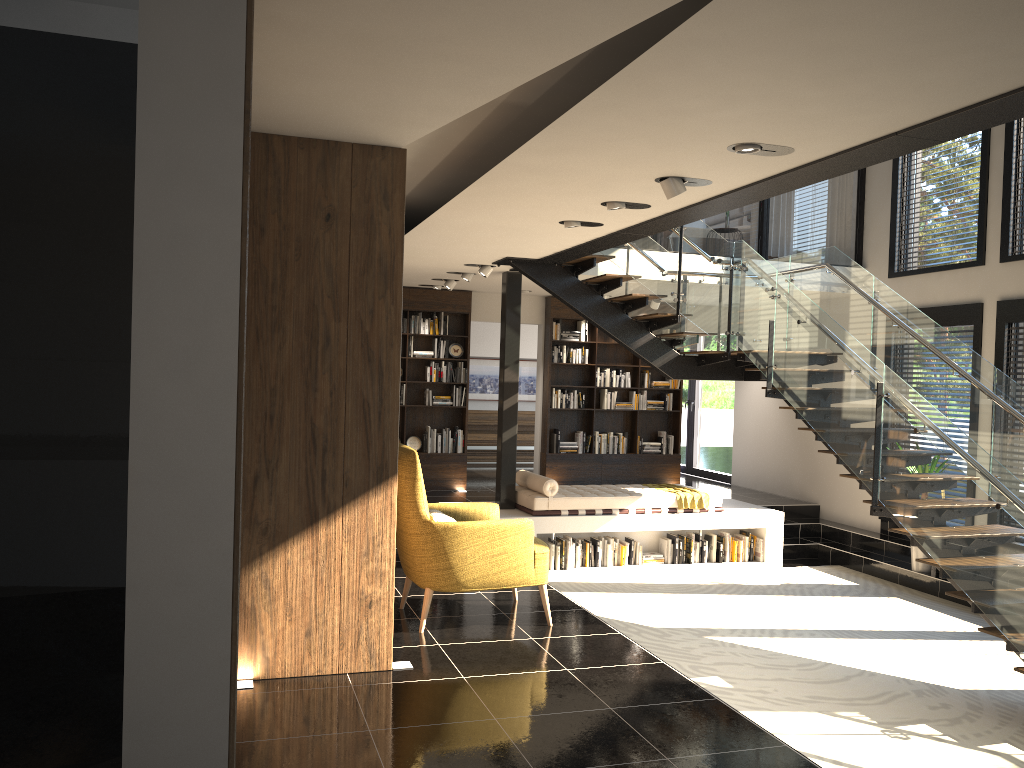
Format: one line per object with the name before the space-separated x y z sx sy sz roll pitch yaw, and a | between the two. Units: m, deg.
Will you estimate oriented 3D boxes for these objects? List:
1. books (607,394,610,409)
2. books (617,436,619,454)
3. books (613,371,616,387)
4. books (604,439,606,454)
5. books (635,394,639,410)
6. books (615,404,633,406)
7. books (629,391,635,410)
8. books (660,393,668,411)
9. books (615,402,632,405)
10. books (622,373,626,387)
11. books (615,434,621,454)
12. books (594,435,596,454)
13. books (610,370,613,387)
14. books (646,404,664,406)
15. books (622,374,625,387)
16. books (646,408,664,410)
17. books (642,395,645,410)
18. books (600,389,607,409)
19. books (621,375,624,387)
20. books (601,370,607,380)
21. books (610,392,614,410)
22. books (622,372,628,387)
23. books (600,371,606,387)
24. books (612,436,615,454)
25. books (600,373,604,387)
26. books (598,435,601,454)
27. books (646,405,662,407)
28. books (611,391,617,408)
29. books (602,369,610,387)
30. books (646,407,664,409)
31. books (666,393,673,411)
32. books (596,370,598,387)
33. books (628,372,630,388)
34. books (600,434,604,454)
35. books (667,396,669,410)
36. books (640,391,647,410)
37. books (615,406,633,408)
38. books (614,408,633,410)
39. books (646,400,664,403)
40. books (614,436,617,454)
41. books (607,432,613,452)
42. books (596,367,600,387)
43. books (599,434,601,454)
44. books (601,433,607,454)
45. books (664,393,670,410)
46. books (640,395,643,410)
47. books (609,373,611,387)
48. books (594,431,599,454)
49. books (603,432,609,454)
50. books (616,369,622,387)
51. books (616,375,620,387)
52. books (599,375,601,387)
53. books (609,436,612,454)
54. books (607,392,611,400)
books | 1.341 0.249 12.603 0.023 0.218 0.195 1 1 -18
books | 1.479 0.870 12.694 0.029 0.250 0.142 1 1 -18
books | 1.434 -0.072 12.651 0.028 0.231 0.167 1 1 -18
books | 1.285 0.882 12.632 0.025 0.214 0.170 1 1 -18
books | 1.755 0.254 12.788 0.037 0.232 0.231 1 1 -18
books | 1.574 0.302 12.714 0.261 0.024 0.167 2 0 -21
books | 1.729 0.238 12.769 0.026 0.263 0.156 1 1 -18
books | 2.208 0.260 12.902 0.030 0.244 0.176 1 1 -18
books | 1.573 0.277 12.718 0.274 0.025 0.156 2 0 -14
books | 1.591 -0.056 12.749 0.030 0.208 0.119 1 1 -18
books | 1.508 0.856 12.696 0.028 0.280 0.154 1 1 -18
books | 1.142 0.853 12.606 0.026 0.263 0.156 1 1 -18
books | 1.403 -0.079 12.653 0.030 0.244 0.142 1 1 -18
books | 2.045 0.296 12.868 0.268 0.022 0.156 2 0 -22
books | 1.574 -0.046 12.716 0.024 0.187 0.148 1 1 -18
books | 2.046 0.364 12.859 0.288 0.026 0.175 2 0 -14
books | 1.867 0.268 12.787 0.026 0.210 0.184 1 1 -18
books | 1.305 0.215 12.628 0.030 0.284 0.176 1 1 -18
books | 1.553 -0.042 12.699 0.027 0.179 0.164 1 1 -18
books | 1.305 -0.080 12.623 0.027 0.239 0.153 1 1 -18
books | 1.396 0.238 12.628 0.036 0.244 0.194 1 1 -18
books | 1.623 -0.061 12.739 0.024 0.220 0.148 1 1 -18
books | 1.282 -0.075 12.607 0.027 0.228 0.208 1 1 -18
books | 1.425 0.870 12.667 0.023 0.246 0.149 1 1 -18
books | 1.255 -0.060 12.607 0.024 0.198 0.174 1 1 -18
books | 1.209 0.856 12.602 0.030 0.262 0.173 1 1 -18
books | 2.041 0.318 12.879 0.247 0.022 0.148 2 0 -17
books | 1.436 0.230 12.673 0.067 0.261 0.159 1 1 -18
books | 1.333 -0.088 12.625 0.028 0.258 0.208 1 1 -18
books | 2.043 0.340 12.870 0.274 0.022 0.156 2 0 -21
books | 2.282 0.259 12.923 0.026 0.251 0.178 1 1 -18
books | 1.169 -0.078 12.595 0.030 0.228 0.176 1 1 -18
books | 1.656 -0.060 12.751 0.046 0.219 0.145 1 1 -18
books | 1.263 0.851 12.612 0.030 0.276 0.160 1 1 -18
books | 2.231 0.277 12.921 0.025 0.212 0.167 1 1 -18
books | 1.893 0.234 12.805 0.031 0.277 0.168 1 1 -18
books | 1.572 0.327 12.718 0.275 0.025 0.156 2 0 -22
books | 1.571 0.352 12.720 0.274 0.025 0.156 2 0 -21
books | 2.045 0.254 12.872 0.272 0.022 0.156 2 0 -19
books | 1.450 0.867 12.682 0.034 0.255 0.194 1 1 -18
books | 1.396 0.840 12.670 0.032 0.306 0.155 1 1 -18
books | 1.200 -0.099 12.602 0.031 0.272 0.158 1 1 -18
books | 1.229 0.850 12.628 0.025 0.274 0.150 1 1 -18
books | 1.310 0.850 12.650 0.031 0.280 0.141 1 1 -18
books | 2.252 0.260 12.936 0.023 0.246 0.147 1 1 -18
books | 1.836 0.264 12.797 0.029 0.214 0.149 1 1 -18
books | 1.374 -0.061 12.659 0.020 0.206 0.147 1 1 -18
books | 1.182 0.830 12.582 0.035 0.312 0.160 1 1 -18
books | 1.340 0.842 12.658 0.032 0.298 0.169 1 1 -18
books | 1.524 -0.086 12.695 0.032 0.265 0.149 1 1 -18
books | 1.482 -0.041 12.692 0.047 0.171 0.167 1 1 -18
books | 1.226 -0.044 12.612 0.027 0.162 0.125 1 1 -18
books | 1.374 0.864 12.644 0.025 0.255 0.202 1 1 -18
books | 1.357 0.236 12.642 0.030 0.245 0.166 1 1 -18
